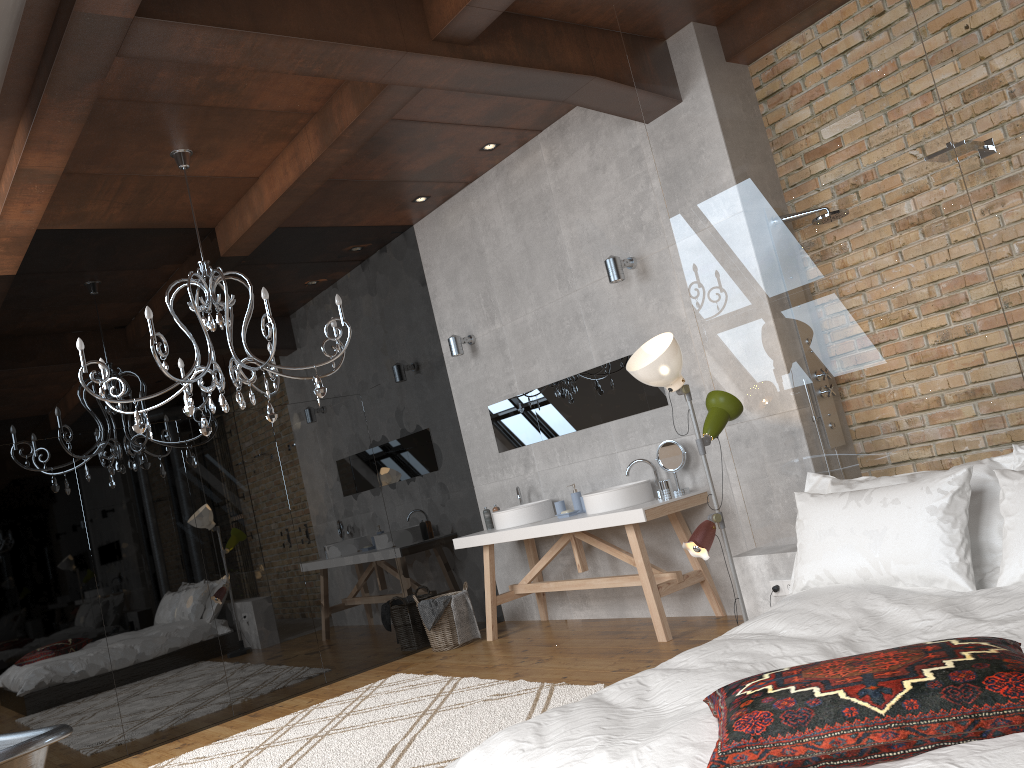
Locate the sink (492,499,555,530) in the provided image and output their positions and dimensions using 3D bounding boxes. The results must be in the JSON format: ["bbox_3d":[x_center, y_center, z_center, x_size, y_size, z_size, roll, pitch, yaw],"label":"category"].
[{"bbox_3d":[0.083,0.937,6.370,0.445,0.128,0.442,-17,-7,34],"label":"sink"}]

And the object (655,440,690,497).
[{"bbox_3d":[0.983,0.508,5.388,0.192,0.338,0.118,-14,-6,8],"label":"object"}]

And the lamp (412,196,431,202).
[{"bbox_3d":[-0.710,-1.446,6.902,0.113,0.027,0.115,-9,-8,-38],"label":"lamp"}]

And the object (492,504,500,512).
[{"bbox_3d":[-0.109,0.999,6.719,0.058,0.172,0.058,-18,-7,37],"label":"object"}]

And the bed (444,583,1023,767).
[{"bbox_3d":[1.146,0.875,2.306,2.169,0.442,2.300,-9,-8,-38],"label":"bed"}]

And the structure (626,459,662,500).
[{"bbox_3d":[0.853,0.592,5.540,0.141,0.268,0.242,-8,-8,-43],"label":"structure"}]

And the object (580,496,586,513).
[{"bbox_3d":[0.502,0.803,5.949,0.075,0.108,0.075,-12,-6,-18],"label":"object"}]

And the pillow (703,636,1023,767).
[{"bbox_3d":[0.780,0.684,1.917,0.748,0.157,0.453,-15,-6,12],"label":"pillow"}]

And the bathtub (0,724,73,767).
[{"bbox_3d":[-2.401,1.734,3.416,1.811,0.652,0.872,-16,-7,24],"label":"bathtub"}]

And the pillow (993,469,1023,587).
[{"bbox_3d":[1.817,0.407,2.645,0.291,0.385,0.748,-9,-8,-38],"label":"pillow"}]

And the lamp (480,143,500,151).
[{"bbox_3d":[-0.156,-1.658,6.161,0.113,0.027,0.115,-9,-8,-38],"label":"lamp"}]

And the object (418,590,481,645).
[{"bbox_3d":[-0.495,1.737,6.531,0.357,0.361,0.378,-10,-7,-33],"label":"object"}]

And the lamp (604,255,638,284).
[{"bbox_3d":[0.687,-0.724,5.526,0.243,0.168,0.101,-9,-8,-38],"label":"lamp"}]

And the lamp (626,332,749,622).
[{"bbox_3d":[0.913,0.529,4.048,0.561,1.582,0.270,-8,-8,-41],"label":"lamp"}]

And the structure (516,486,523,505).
[{"bbox_3d":[0.058,0.896,6.603,0.141,0.268,0.242,-10,-7,-33],"label":"structure"}]

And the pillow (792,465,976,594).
[{"bbox_3d":[1.347,0.563,3.266,0.276,0.397,0.744,-9,-8,-38],"label":"pillow"}]

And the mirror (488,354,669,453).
[{"bbox_3d":[0.393,0.153,6.232,0.007,0.377,1.838,-9,-8,-38],"label":"mirror"}]

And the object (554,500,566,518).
[{"bbox_3d":[0.334,0.854,6.046,0.075,0.108,0.075,-13,-6,-3],"label":"object"}]

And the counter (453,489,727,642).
[{"bbox_3d":[0.479,1.257,5.932,0.630,0.765,2.011,-9,-8,-38],"label":"counter"}]

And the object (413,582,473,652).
[{"bbox_3d":[-0.488,1.731,6.580,0.393,0.432,0.393,-19,-8,43],"label":"object"}]

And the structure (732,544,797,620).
[{"bbox_3d":[1.991,0.736,3.140,0.206,0.494,2.820,-9,-8,-38],"label":"structure"}]

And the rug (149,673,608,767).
[{"bbox_3d":[-0.513,1.692,4.182,1.726,0.019,3.139,-9,-8,-38],"label":"rug"}]

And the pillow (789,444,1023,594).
[{"bbox_3d":[1.716,0.458,3.050,0.358,0.517,1.746,-9,-8,-39],"label":"pillow"}]

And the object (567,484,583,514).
[{"bbox_3d":[0.442,0.779,6.040,0.076,0.201,0.076,-8,-8,-45],"label":"object"}]

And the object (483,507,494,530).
[{"bbox_3d":[-0.181,1.014,6.702,0.058,0.172,0.058,-17,-7,31],"label":"object"}]

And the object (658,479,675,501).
[{"bbox_3d":[0.913,0.625,5.238,0.073,0.111,0.073,-7,-9,-46],"label":"object"}]

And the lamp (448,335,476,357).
[{"bbox_3d":[-0.386,-0.314,6.961,0.243,0.168,0.101,-9,-8,-38],"label":"lamp"}]

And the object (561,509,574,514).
[{"bbox_3d":[0.370,0.858,5.922,0.067,0.035,0.084,-9,-7,-36],"label":"object"}]

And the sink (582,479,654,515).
[{"bbox_3d":[0.669,0.713,5.587,0.442,0.128,0.445,-15,-6,16],"label":"sink"}]

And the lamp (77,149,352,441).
[{"bbox_3d":[-1.733,-0.568,5.061,1.409,1.594,1.409,-12,-6,-16],"label":"lamp"}]

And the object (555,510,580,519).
[{"bbox_3d":[0.373,0.872,5.922,0.100,0.031,0.147,-9,-7,-36],"label":"object"}]
